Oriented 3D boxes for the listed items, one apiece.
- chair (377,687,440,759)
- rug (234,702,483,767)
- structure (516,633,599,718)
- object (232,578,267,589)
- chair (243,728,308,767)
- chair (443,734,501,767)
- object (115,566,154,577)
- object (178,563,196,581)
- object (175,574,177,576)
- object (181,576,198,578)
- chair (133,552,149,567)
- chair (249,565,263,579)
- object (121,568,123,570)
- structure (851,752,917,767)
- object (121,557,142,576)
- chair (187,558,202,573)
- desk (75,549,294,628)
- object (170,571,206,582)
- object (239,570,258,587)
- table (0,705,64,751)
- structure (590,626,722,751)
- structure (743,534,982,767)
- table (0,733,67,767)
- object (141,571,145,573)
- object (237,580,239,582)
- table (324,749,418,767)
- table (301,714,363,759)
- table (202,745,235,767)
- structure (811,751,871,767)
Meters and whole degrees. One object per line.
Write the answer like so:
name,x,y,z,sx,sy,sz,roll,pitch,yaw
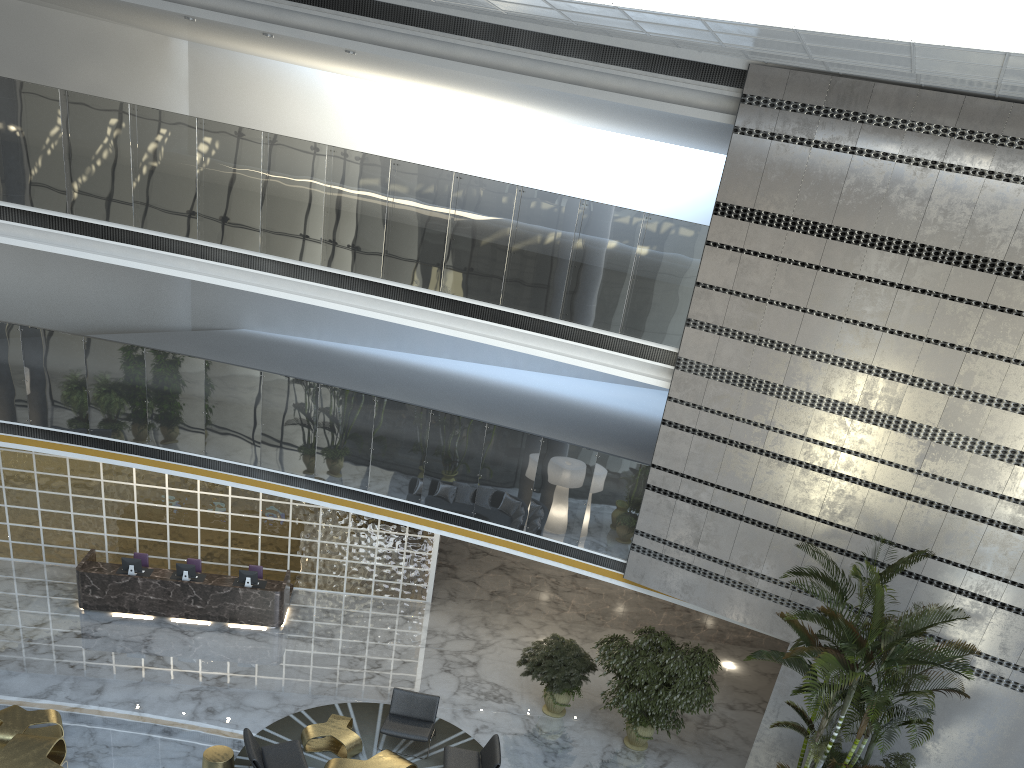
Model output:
chair,-1.441,4.765,12.031,0.723,0.741,0.662,11,20,2
rug,-1.872,5.235,11.385,3.572,0.020,3.201,11,14,-5
structure,0.710,4.526,13.347,1.071,1.467,1.190,27,26,37
object,-4.326,3.309,14.117,0.519,0.005,0.372,9,14,-10
chair,-2.980,4.757,10.793,0.740,0.741,0.645,1,22,-26
chair,-0.552,5.103,11.440,0.737,0.741,0.648,8,20,-8
object,-6.070,3.034,13.758,0.519,0.005,0.372,9,14,-10
object,-5.251,3.027,13.794,0.295,0.325,0.101,7,24,-10
object,-5.464,3.102,13.939,0.036,0.019,0.057,9,15,-8
object,-5.270,3.137,13.977,0.268,0.011,0.064,9,15,-11
chair,-6.140,3.112,14.108,0.261,0.646,0.306,6,23,-9
chair,-4.358,3.393,14.475,0.261,0.646,0.306,6,23,-9
object,-6.262,2.976,13.775,0.036,0.019,0.057,9,15,-8
structure,4.233,5.570,9.994,1.823,2.534,1.725,15,22,11
object,-6.049,2.901,13.629,0.295,0.325,0.101,7,24,-10
chair,-5.326,3.241,14.276,0.261,0.646,0.306,6,23,-9
desk,-5.393,3.314,14.470,3.206,0.785,1.425,9,17,-11
object,-5.272,3.160,13.922,0.519,0.005,0.372,9,14,-10
object,-4.305,3.176,13.988,0.295,0.325,0.101,7,24,-10
table,-6.123,4.338,10.808,0.809,0.321,0.826,1,19,-33
structure,2.070,4.597,12.740,1.657,2.181,1.804,-2,24,-30
structure,3.792,4.071,10.232,2.273,5.135,2.459,25,27,31
table,-5.654,4.580,9.924,1.212,0.471,1.394,18,16,22
object,-6.068,3.011,13.813,0.268,0.011,0.064,9,15,-11
object,-4.518,3.251,14.134,0.036,0.019,0.057,9,15,-8
table,-1.748,5.145,10.889,1.388,0.442,1.063,2,18,-31
table,-2.443,4.834,11.824,0.860,0.301,0.683,12,16,2
table,-3.640,4.785,10.628,0.423,0.549,0.420,19,22,22
structure,4.466,5.671,11.488,1.152,1.706,1.241,2,22,-19
